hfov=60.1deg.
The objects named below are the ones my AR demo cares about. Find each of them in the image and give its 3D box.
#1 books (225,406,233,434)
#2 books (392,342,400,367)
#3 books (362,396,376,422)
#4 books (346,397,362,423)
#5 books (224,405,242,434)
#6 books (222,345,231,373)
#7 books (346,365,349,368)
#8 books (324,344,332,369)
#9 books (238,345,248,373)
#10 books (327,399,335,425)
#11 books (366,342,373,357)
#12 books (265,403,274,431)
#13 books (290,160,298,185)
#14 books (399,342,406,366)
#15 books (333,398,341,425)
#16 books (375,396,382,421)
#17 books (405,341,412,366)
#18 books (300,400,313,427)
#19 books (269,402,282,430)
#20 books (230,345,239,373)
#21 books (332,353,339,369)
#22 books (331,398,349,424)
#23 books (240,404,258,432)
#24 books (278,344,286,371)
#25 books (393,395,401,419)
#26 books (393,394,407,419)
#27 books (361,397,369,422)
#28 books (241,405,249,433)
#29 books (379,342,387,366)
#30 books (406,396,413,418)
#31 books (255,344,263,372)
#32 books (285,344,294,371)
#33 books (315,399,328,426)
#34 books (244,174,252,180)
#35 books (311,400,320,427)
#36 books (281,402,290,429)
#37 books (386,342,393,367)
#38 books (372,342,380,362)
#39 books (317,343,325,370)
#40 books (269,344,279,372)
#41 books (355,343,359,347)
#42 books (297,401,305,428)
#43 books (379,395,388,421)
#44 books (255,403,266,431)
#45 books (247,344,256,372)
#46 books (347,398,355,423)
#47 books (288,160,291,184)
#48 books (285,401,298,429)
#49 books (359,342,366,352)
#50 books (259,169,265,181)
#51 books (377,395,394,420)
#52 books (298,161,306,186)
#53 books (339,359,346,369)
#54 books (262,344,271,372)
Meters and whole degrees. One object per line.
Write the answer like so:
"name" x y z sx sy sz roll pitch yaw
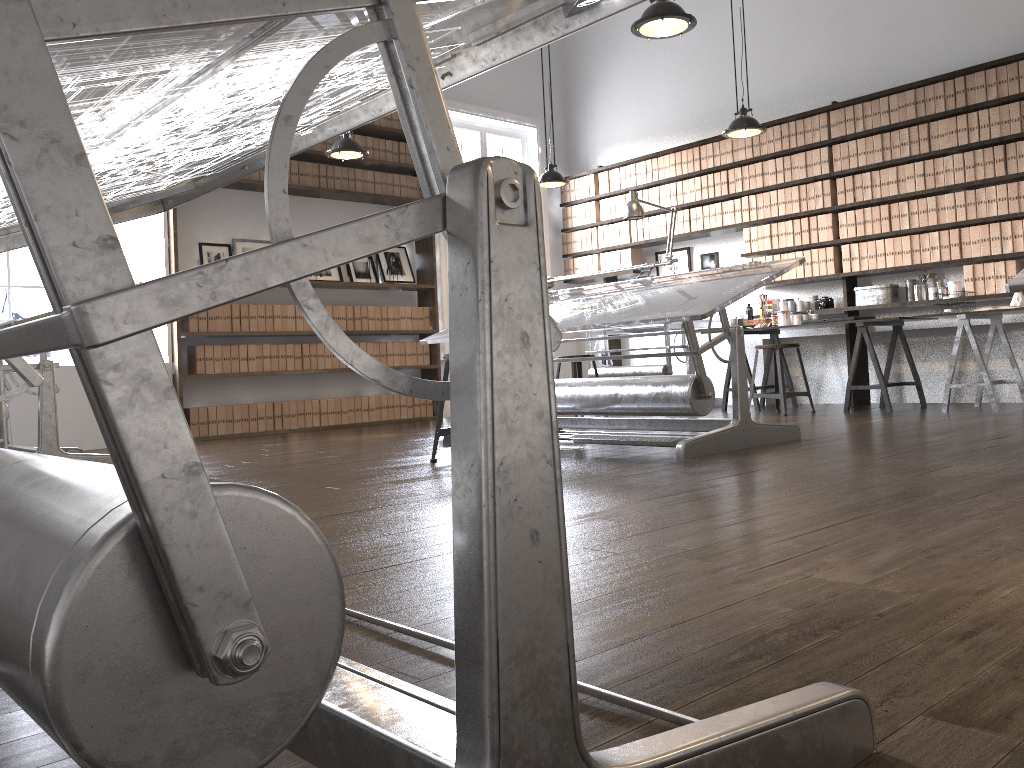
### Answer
"books" -2.290 0.286 7.049 0.067 0.226 0.174 -1 -2 -42
"books" -1.110 -0.271 8.142 0.067 0.226 0.174 -1 -2 -42
"books" -1.300 0.224 7.934 0.067 0.226 0.174 -1 -2 -42
"books" -1.407 0.230 7.840 0.067 0.226 0.174 -1 -2 -42
"books" -2.237 0.283 7.090 0.067 0.226 0.174 -1 -2 -42
"books" -2.315 -0.196 7.067 0.067 0.226 0.174 -1 -2 -42
"books" -1.476 -0.249 7.815 0.067 0.226 0.174 -1 -2 -42
"books" -1.635 -0.239 7.672 0.067 0.226 0.174 -1 -2 -42
"books" -2.206 -0.203 7.156 0.067 0.226 0.174 -1 -2 -42
"books" -1.606 0.243 7.659 0.067 0.226 0.174 -1 -2 -42
"books" -1.320 -0.258 7.953 0.067 0.226 0.174 -1 -2 -42
"books" -2.033 0.270 7.282 0.067 0.226 0.174 -1 -2 -42
"books" -1.896 -1.777 7.555 0.067 0.226 0.174 -1 -2 -42
"books" -1.064 -0.275 8.185 0.067 0.226 0.174 -1 -2 -42
"books" -1.560 0.240 7.702 0.067 0.226 0.174 -1 -2 -42
"books" -1.254 0.221 7.977 0.067 0.226 0.174 -1 -2 -42
"books" -1.012 -0.278 8.226 0.067 0.226 0.174 -1 -2 -42
"books" -1.767 0.253 7.510 0.067 0.226 0.174 -1 -2 -42
"books" -1.973 0.266 7.328 0.067 0.226 0.174 -1 -2 -42
"books" -2.262 -0.199 7.112 0.067 0.226 0.174 -1 -2 -42
"books" -1.585 -0.242 7.721 0.067 0.226 0.174 -1 -2 -42
"books" -1.508 0.237 7.743 0.067 0.226 0.174 -1 -2 -42
"books" -2.138 0.276 7.187 0.067 0.226 0.174 -1 -2 -42
"books" -1.956 -0.218 7.387 0.067 0.226 0.174 -1 -2 -42
"books" -1.102 0.211 8.115 0.067 0.226 0.174 -1 -2 -42
"books" -1.046 0.208 8.159 0.067 0.226 0.174 -1 -2 -42
"books" -1.352 0.227 7.884 0.067 0.226 0.174 -1 -2 -42
"books" -2.191 0.280 7.139 0.067 0.226 0.174 -1 -2 -42
"books" -1.218 -0.265 8.048 0.067 0.226 0.174 -1 -2 -42
"books" -0.997 0.205 8.210 0.067 0.226 0.174 -1 -2 -42
"books" -2.108 -0.209 7.249 0.067 0.226 0.174 -1 -2 -42
"books" -1.901 -0.222 7.431 0.067 0.226 0.174 -1 -2 -42
"books" -1.659 0.246 7.609 0.067 0.226 0.174 -1 -2 -42
"books" -2.210 -1.758 7.280 0.067 0.226 0.174 -1 -2 -42
"books" -1.716 0.250 7.561 0.067 0.226 0.174 -1 -2 -42
"books" -1.922 0.263 7.381 0.067 0.226 0.174 -1 -2 -42
"books" -1.163 -0.268 8.092 0.067 0.226 0.174 -1 -2 -42
"books" -1.271 -0.262 8.003 0.067 0.226 0.174 -1 -2 -42
"books" -1.686 -0.235 7.621 0.067 0.226 0.174 -1 -2 -42
"books" -2.009 -0.215 7.340 0.067 0.226 0.174 -1 -2 -42
"books" -1.426 -0.252 7.854 0.067 0.226 0.174 -1 -2 -42
"books" -1.821 0.257 7.462 0.067 0.226 0.174 -1 -2 -42
"books" -1.201 0.218 8.019 0.067 0.226 0.174 -1 -2 -42
"books" -2.082 0.273 7.231 0.067 0.226 0.174 -1 -2 -42
"books" -2.154 -0.206 7.206 0.067 0.226 0.174 -1 -2 -42
"books" -1.460 0.234 7.795 0.067 0.226 0.174 -1 -2 -42
"books" -1.952 -1.774 7.509 0.067 0.226 0.174 -1 -2 -42
"books" -1.871 0.260 7.423 0.067 0.226 0.174 -1 -2 -42
"books" -1.372 -0.255 7.902 0.067 0.226 0.174 -1 -2 -42
"books" -2.107 -1.764 7.367 0.067 0.226 0.174 -1 -2 -42
"books" -1.155 0.215 8.068 0.067 0.226 0.174 -1 -2 -42
"books" -1.842 -1.781 7.603 0.067 0.226 0.174 -1 -2 -42
"books" -1.532 -0.245 7.766 0.067 0.226 0.174 -1 -2 -42
"books" -2.055 -0.212 7.290 0.067 0.226 0.174 -1 -2 -42
